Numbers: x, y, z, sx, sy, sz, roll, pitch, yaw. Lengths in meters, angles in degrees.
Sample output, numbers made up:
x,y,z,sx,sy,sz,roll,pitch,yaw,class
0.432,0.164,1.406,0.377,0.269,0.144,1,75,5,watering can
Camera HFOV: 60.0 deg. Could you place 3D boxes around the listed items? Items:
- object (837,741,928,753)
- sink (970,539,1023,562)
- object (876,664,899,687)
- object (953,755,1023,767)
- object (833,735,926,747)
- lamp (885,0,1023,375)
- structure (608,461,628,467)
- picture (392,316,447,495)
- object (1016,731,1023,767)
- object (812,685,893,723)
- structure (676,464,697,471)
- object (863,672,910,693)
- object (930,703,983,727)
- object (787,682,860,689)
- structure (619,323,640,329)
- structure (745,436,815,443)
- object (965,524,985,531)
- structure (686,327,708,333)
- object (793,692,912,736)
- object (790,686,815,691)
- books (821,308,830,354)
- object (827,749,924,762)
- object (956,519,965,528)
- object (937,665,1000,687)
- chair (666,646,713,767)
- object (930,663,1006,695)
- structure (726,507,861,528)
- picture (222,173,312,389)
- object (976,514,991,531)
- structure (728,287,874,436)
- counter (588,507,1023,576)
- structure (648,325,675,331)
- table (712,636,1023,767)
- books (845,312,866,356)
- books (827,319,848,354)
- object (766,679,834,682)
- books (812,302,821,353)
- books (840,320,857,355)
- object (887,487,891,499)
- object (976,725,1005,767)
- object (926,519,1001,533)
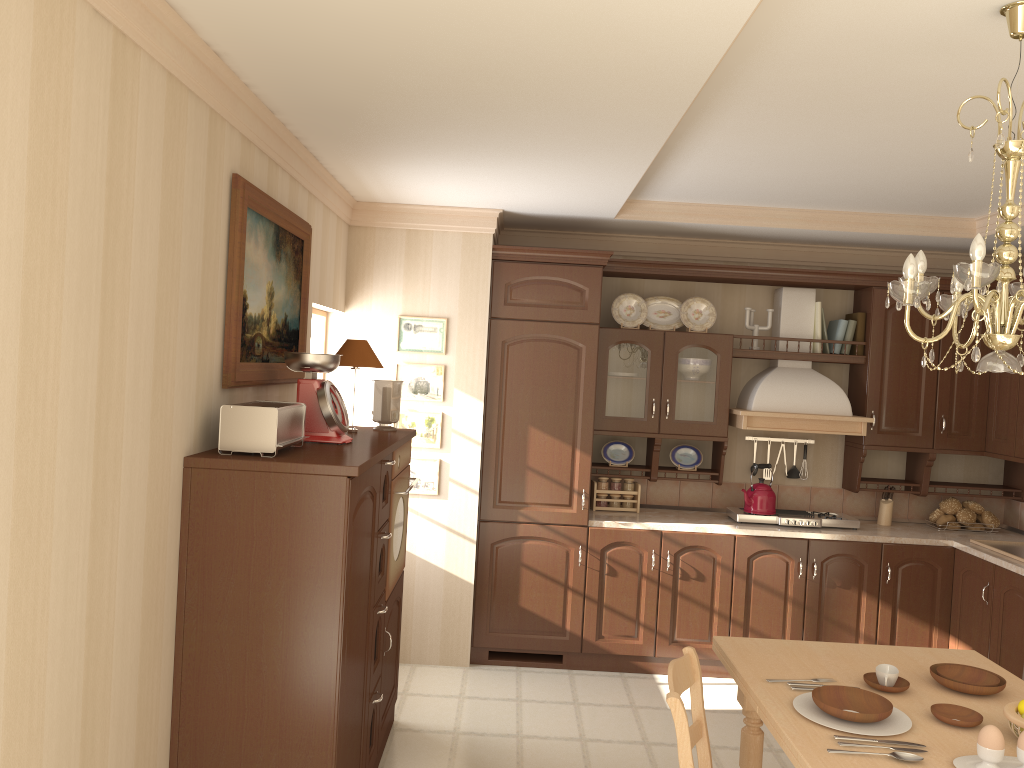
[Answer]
x,y,z,sx,sy,sz,roll,pitch,yaw,class
0.908,0.890,2.171,0.216,0.004,0.022,3,1,6,object
2.741,0.823,4.331,0.448,0.348,1.077,3,1,0,sink
1.097,0.865,2.597,0.063,0.055,0.119,4,1,29,object
1.160,0.905,2.075,0.245,0.005,0.157,3,1,-3,object
0.913,0.888,2.207,0.221,0.008,0.023,3,1,5,object
1.222,-0.512,2.169,0.501,0.982,0.502,2,1,-30,lamp
0.639,0.431,5.333,0.110,0.126,0.080,3,1,0,structure
-0.512,0.118,4.827,0.268,0.964,0.010,3,1,0,picture
1.213,0.858,2.074,0.058,0.104,0.058,3,1,-21,object
0.910,0.865,2.377,0.204,0.042,0.204,3,1,0,object
1.050,0.454,5.330,0.110,0.126,0.080,3,1,0,structure
1.099,0.881,2.604,0.126,0.026,0.127,4,1,27,object
1.188,0.891,2.370,0.126,0.026,0.127,2,1,-35,object
0.908,0.880,2.587,0.212,0.008,0.018,3,1,0,object
0.699,-0.387,5.257,0.110,0.126,0.080,3,1,0,structure
1.643,0.344,5.441,0.422,0.020,0.008,3,1,0,structure
2.744,0.845,5.259,0.103,0.060,0.105,3,1,-5,object
1.098,-0.365,5.257,0.110,0.126,0.080,3,1,0,structure
0.909,0.883,2.377,0.299,0.009,0.299,3,1,-2,object
0.911,0.881,2.549,0.218,0.008,0.022,3,1,3,object
1.855,-0.316,5.338,0.068,0.271,0.194,3,1,0,books
0.868,0.886,2.121,0.219,0.011,0.047,3,1,9,object
2.716,0.819,5.312,0.114,0.094,0.098,3,1,-20,object
1.357,0.883,2.641,0.168,0.034,0.168,3,1,11,object
0.669,1.229,2.450,0.517,0.846,0.462,4,1,17,chair
1.356,0.887,2.643,0.204,0.042,0.204,4,1,39,object
1.636,0.776,5.156,0.710,0.054,0.325,3,1,0,structure
-0.890,-0.337,3.325,0.036,0.687,0.990,3,1,0,picture
2.808,0.823,5.303,0.091,0.100,0.125,3,1,-5,object
1.685,-0.149,5.225,0.753,0.845,0.455,3,1,0,structure
1.721,0.853,4.266,2.603,0.034,2.422,3,1,0,counter
0.897,-0.377,5.312,0.154,0.126,0.080,3,1,0,structure
1.115,1.290,2.269,0.900,0.774,1.567,3,1,0,table
2.059,-0.296,5.325,0.052,0.254,0.205,3,1,0,books
1.941,-0.280,5.332,0.086,0.209,0.205,3,1,0,books
0.857,0.879,2.627,0.218,0.004,0.028,3,1,-10,object
1.818,-0.335,5.331,0.042,0.305,0.194,3,1,0,books
1.992,-0.276,5.323,0.080,0.209,0.205,3,1,0,books
2.283,0.708,5.388,0.051,0.158,0.016,2,1,-37,object
1.124,0.853,2.082,0.058,0.104,0.058,3,1,-21,object
2.682,0.841,5.283,0.364,0.060,0.199,3,1,0,object
